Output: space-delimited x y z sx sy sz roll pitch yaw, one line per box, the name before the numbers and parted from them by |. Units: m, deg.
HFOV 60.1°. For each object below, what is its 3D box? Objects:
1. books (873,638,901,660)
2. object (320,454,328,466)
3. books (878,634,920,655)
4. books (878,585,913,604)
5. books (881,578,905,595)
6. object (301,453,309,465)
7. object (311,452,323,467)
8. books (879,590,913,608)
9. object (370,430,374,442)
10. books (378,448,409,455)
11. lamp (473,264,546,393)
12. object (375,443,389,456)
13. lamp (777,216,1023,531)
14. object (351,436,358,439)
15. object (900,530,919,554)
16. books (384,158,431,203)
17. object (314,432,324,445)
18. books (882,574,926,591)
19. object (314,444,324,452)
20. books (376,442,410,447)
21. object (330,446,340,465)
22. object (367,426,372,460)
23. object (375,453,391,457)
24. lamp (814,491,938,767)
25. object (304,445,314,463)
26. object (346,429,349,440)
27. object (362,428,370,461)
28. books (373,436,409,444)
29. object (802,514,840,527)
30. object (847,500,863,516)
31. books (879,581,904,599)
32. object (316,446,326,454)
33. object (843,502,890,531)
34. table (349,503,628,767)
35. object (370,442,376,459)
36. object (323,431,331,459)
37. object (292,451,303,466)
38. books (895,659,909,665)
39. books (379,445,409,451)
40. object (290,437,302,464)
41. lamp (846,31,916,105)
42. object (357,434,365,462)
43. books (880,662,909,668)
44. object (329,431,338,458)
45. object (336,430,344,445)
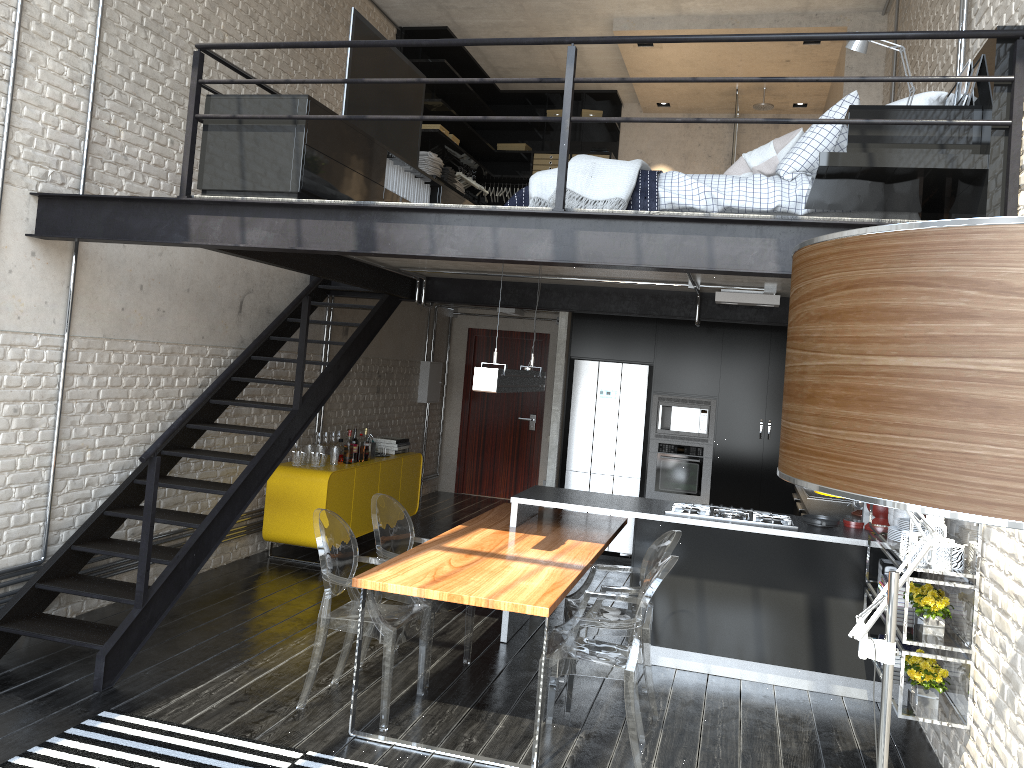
books | 2.029 1.401 4.659 0.201 0.023 0.278 5 1 13
object | -1.629 0.652 7.584 0.092 0.100 0.093 5 -1 -38
books | 2.035 1.380 4.659 0.201 0.023 0.278 5 1 24
books | 2.052 1.106 4.636 0.211 0.021 0.292 5 1 15
books | 2.067 1.069 4.635 0.211 0.021 0.292 5 1 15
object | -1.788 0.640 7.553 0.092 0.100 0.093 5 -1 -38
object | -1.655 0.642 7.480 0.096 0.120 0.095 4 -1 32
books | 2.057 1.127 4.633 0.211 0.021 0.292 5 1 14
object | -1.412 0.574 8.730 0.119 0.240 0.118 4 -2 31
books | -1.247 0.678 9.082 0.260 0.044 0.350 5 1 17
lamp | 0.039 -0.405 4.859 0.125 0.892 1.085 4 0 15
object | -1.292 0.648 8.758 0.229 0.107 0.099 5 0 42
lamp | 0.530 0.641 0.326 0.557 2.333 1.842 5 -1 1
object | -1.471 0.595 8.235 0.101 0.211 0.100 4 -2 30
object | 1.921 0.762 4.264 0.108 0.100 0.083 5 -1 -41
books | -0.808 -1.366 6.103 0.167 0.225 0.972 4 1 15
object | -1.751 0.560 8.017 0.092 0.245 0.092 6 -2 -24
books | 2.064 1.049 4.637 0.211 0.021 0.292 5 1 18
object | -1.707 0.614 7.782 0.088 0.155 0.087 4 -2 27
books | -1.243 0.610 9.086 0.288 0.031 0.350 5 1 15
object | -1.551 0.627 7.737 0.088 0.155 0.087 4 -2 27
object | -1.355 0.550 8.300 0.073 0.321 0.073 4 -2 5
object | -1.343 0.696 8.706 0.300 0.012 0.300 5 1 -5
lamp | 1.138 0.999 2.670 0.631 1.621 1.566 4 -1 28
object | -1.771 0.610 7.706 0.088 0.155 0.087 4 -2 27
object | -1.506 0.556 8.113 0.115 0.293 0.114 3 -3 43
object | -1.365 0.559 8.213 0.081 0.308 0.081 4 -2 9
books | -1.240 0.576 9.074 0.259 0.038 0.324 5 1 17
object | 1.905 0.857 5.513 0.227 0.050 0.310 6 2 43
object | 2.450 0.701 6.160 0.211 0.427 0.201 4 -2 29
books | 2.061 1.087 4.635 0.211 0.021 0.292 5 1 13
object | -1.668 0.619 7.691 0.088 0.155 0.087 4 -2 27
object | 2.265 0.742 5.547 0.350 0.342 0.220 5 -1 -1
table | 0.023 1.295 5.216 0.928 0.734 2.667 5 1 15
object | -1.362 0.619 8.401 0.134 0.182 0.052 6 -2 -38
object | -1.713 0.561 8.135 0.092 0.245 0.092 6 -2 -24
object | -1.809 0.630 7.449 0.095 0.120 0.096 5 -1 -23
books | 2.022 1.422 4.659 0.201 0.023 0.278 5 1 9
books | -1.238 0.641 9.071 0.260 0.031 0.328 5 1 13
object | -1.851 0.562 7.574 0.092 0.245 0.092 5 -2 -2
lamp | 1.970 -1.593 4.720 0.170 0.689 0.481 5 -1 -20
object | -1.391 0.584 8.098 0.067 0.258 0.099 4 -2 20
books | 2.025 1.444 4.657 0.201 0.023 0.278 5 1 14
object | -1.671 0.562 8.261 0.092 0.245 0.092 6 -2 -24
object | -1.640 0.562 8.381 0.092 0.245 0.092 6 -2 -24
